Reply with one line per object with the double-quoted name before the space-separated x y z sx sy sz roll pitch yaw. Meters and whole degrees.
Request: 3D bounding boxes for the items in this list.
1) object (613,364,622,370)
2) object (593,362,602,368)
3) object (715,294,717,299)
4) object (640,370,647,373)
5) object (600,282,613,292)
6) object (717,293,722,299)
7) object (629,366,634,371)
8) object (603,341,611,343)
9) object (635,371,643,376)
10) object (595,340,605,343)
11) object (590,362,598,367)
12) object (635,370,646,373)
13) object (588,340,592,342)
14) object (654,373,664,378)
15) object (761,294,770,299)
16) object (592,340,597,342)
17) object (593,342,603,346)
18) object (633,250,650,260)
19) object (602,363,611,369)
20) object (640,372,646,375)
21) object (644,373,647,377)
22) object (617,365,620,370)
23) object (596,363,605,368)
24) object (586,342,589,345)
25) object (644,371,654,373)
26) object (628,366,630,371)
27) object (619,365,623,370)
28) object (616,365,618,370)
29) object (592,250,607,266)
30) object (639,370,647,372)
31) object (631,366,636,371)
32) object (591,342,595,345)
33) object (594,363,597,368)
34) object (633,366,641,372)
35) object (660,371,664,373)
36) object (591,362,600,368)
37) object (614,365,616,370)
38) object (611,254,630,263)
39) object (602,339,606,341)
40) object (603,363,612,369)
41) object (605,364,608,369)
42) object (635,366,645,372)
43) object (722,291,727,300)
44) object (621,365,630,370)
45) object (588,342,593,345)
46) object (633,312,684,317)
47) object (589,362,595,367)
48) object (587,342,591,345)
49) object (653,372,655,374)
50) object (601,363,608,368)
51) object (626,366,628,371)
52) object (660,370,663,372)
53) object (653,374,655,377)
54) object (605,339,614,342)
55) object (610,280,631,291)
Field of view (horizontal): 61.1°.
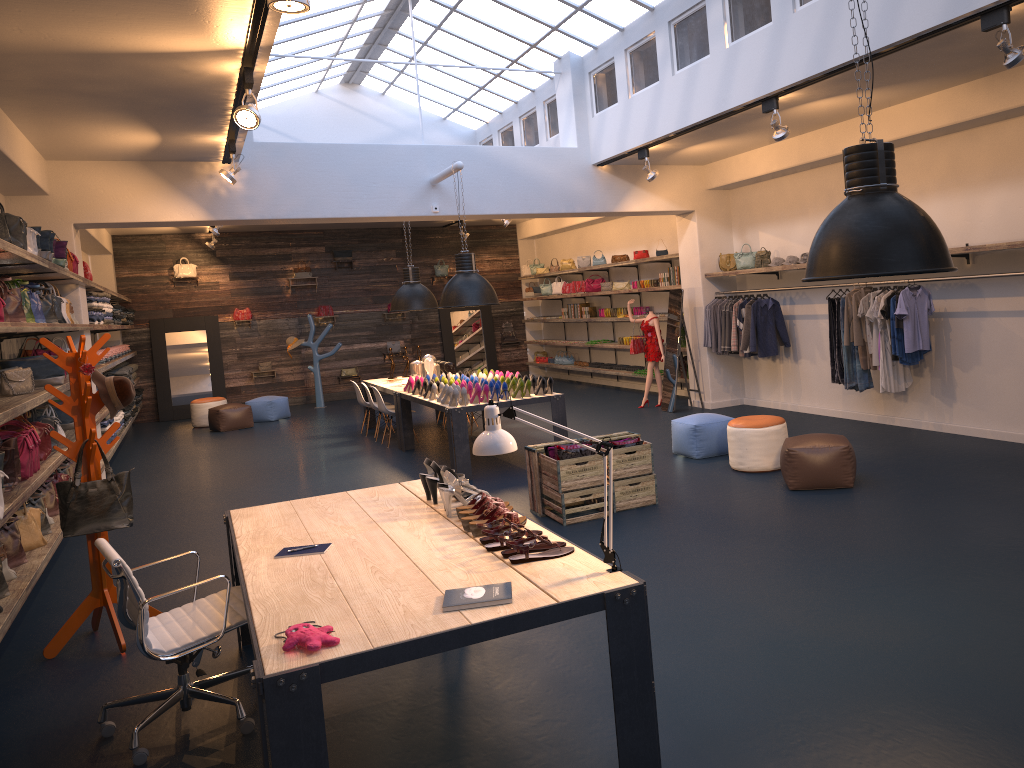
"object" 1.944 -0.315 16.005 0.187 0.087 0.066 -4 3 -1
"object" 1.653 -0.366 16.787 0.199 0.087 0.061 -6 4 -25
"object" 2.966 -1.220 12.543 0.461 0.219 0.009 -7 3 -26
"object" 2.279 -0.212 14.745 0.249 0.064 0.081 -6 4 -19
"object" 1.744 -1.785 15.895 0.251 0.175 0.111 -2 4 28
"object" 2.988 -1.216 12.483 0.461 0.219 0.009 -7 3 -26
"object" 2.171 -0.275 15.391 0.188 0.087 0.065 -4 3 -3
"object" 1.760 -0.775 16.333 0.252 0.058 0.077 -7 5 -30
"object" 2.187 -0.185 14.840 0.252 0.058 0.077 -7 5 -30
"object" 1.671 -0.796 16.333 0.250 0.067 0.080 -6 4 -19
"object" 1.608 -0.375 16.912 0.199 0.087 0.061 -6 4 -25
"object" 2.219 -0.221 14.905 0.251 0.063 0.078 -6 4 -21
"object" 1.554 -0.809 16.564 0.251 0.063 0.078 -6 4 -21
"object" 2.408 -0.142 14.203 0.252 0.058 0.077 -7 5 -30
"object" 3.362 -1.156 11.527 0.461 0.219 0.009 -7 3 -26
"object" 1.614 -0.800 16.405 0.249 0.064 0.081 -6 4 -19
"object" 1.598 -0.756 16.253 0.252 0.058 0.077 -7 5 -30
"object" 2.161 -2.160 14.522 0.270 0.149 0.117 -3 3 10
"object" 1.790 -0.342 16.420 0.199 0.087 0.061 -6 4 -25
"object" 2.246 -0.174 14.680 0.252 0.058 0.077 -7 5 -30
"object" 2.294 -0.164 14.528 0.252 0.058 0.077 -7 5 -30
"object" 2.012 -0.303 15.821 0.183 0.087 0.067 -4 3 6
"object" 1.698 -0.359 16.667 0.199 0.087 0.061 -6 4 -25
"object" 1.484 -0.777 16.579 0.252 0.058 0.077 -7 5 -30
"object" 2.336 -0.208 14.673 0.250 0.067 0.080 -6 4 -19
"object" 2.148 -0.279 15.453 0.192 0.087 0.064 -5 3 -11
"object" 2.033 -0.299 15.762 0.181 0.087 0.068 -3 3 11
"object" 1.989 -0.307 15.885 0.183 0.087 0.067 -4 3 6
"object" 1.610 -2.330 16.051 0.268 0.282 0.099 -4 3 10
"object" 2.276 -0.218 14.834 0.249 0.068 0.079 -6 4 -19
"object" 2.193 -0.271 15.329 0.188 0.087 0.065 -4 3 -3
"object" 1.581 -0.762 16.340 0.252 0.058 0.077 -7 5 -30
"object" 1.675 -0.362 16.728 0.199 0.087 0.061 -6 4 -25
"object" 2.216 -0.267 15.269 0.187 0.087 0.065 -4 3 -1
"object" 2.480 -0.183 14.283 0.250 0.067 0.080 -6 4 -19
"object" 1.630 -0.371 16.850 0.199 0.087 0.061 -6 4 -25
"object" 1.966 -0.311 15.945 0.185 0.087 0.066 -4 3 3
"object" 1.929 -2.207 15.270 0.376 0.141 0.388 -5 5 -11
"object" 1.775 -0.817 16.485 0.078 0.073 0.256 -1 6 44
"object" 1.813 -0.338 16.358 0.199 0.087 0.061 -6 4 -25
"object" 1.835 -0.334 16.295 0.199 0.087 0.061 -6 4 -25
"object" 2.239 -0.263 15.209 0.185 0.087 0.066 -4 3 3
"object" 3.031 -1.211 12.378 0.461 0.219 0.009 -7 3 -26
"object" 2.055 -0.295 15.703 0.178 0.087 0.069 -3 4 15
"object" 1.539 -0.766 16.413 0.252 0.058 0.077 -7 5 -30
"object" 2.473 -1.143 14.297 0.514 0.060 1.427 -6 6 -21
"object" 1.585 -0.378 16.971 0.199 0.087 0.061 -6 4 -25
"object" 1.522 -0.773 16.500 0.252 0.058 0.077 -7 5 -30
"object" 2.423 -0.186 14.355 0.249 0.064 0.081 -6 4 -19
"object" 1.767 -0.346 16.479 0.199 0.087 0.061 -6 4 -25
"object" 2.126 -0.283 15.512 0.192 0.087 0.064 -5 3 -9
"object" 2.518 -0.216 14.617 0.231 0.053 0.087 -4 4 6
"object" 2.391 -0.149 14.290 0.252 0.058 0.077 -7 5 -30
"object" 1.833 -0.815 16.413 0.077 0.067 0.257 0 6 45
"object" 1.917 -1.752 15.421 0.347 0.174 0.242 -3 4 18
